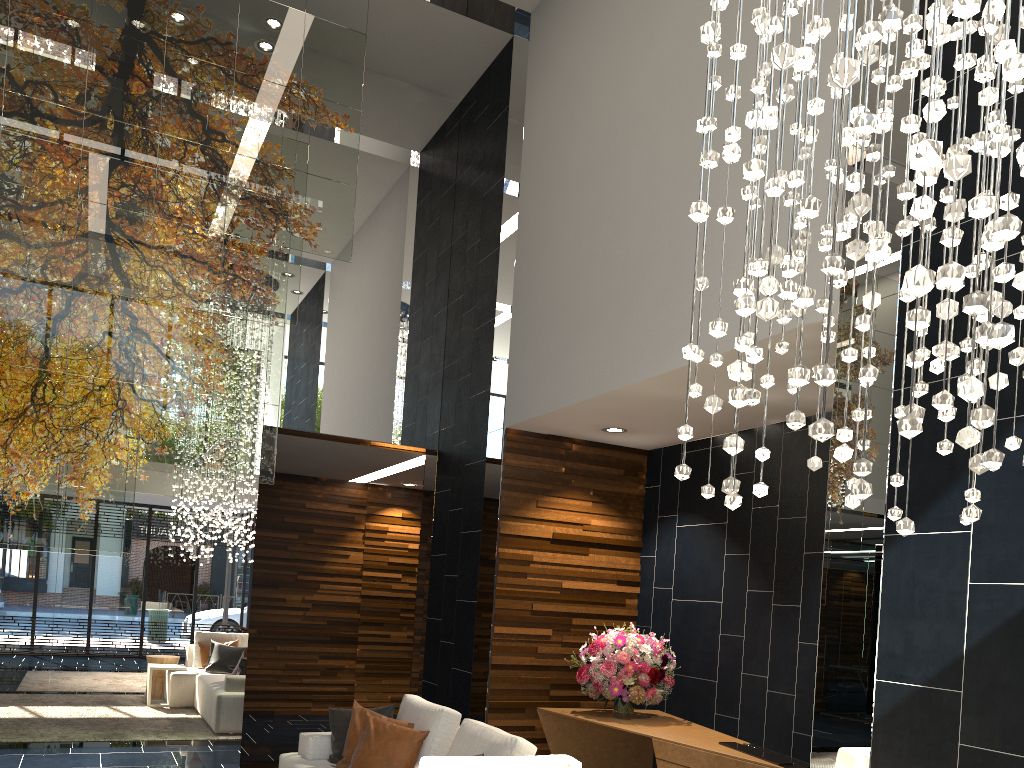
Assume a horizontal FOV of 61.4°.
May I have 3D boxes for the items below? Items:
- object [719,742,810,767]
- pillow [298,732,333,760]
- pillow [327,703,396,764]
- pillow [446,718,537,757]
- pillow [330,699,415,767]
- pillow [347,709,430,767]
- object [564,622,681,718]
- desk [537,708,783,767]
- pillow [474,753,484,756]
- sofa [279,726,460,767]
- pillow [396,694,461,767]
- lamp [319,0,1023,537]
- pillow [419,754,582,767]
[{"bbox_3d":[1.427,2.068,4.801,0.242,0.026,0.727,7,-14,-14],"label":"object"},{"bbox_3d":[-1.073,2.360,5.649,0.633,0.148,0.242,12,-13,-31],"label":"pillow"},{"bbox_3d":[-0.952,2.184,5.399,0.553,0.407,0.260,0,-5,22],"label":"pillow"},{"bbox_3d":[-0.158,1.978,4.425,0.293,0.426,0.731,6,-10,-24],"label":"pillow"},{"bbox_3d":[-0.834,2.144,5.215,0.549,0.422,0.247,-1,-6,29],"label":"pillow"},{"bbox_3d":[-0.747,2.122,5.009,0.520,0.405,0.273,-2,-7,35],"label":"pillow"},{"bbox_3d":[0.804,2.010,6.076,0.701,0.663,0.666,9,-9,-34],"label":"object"},{"bbox_3d":[1.089,2.593,5.497,1.001,0.730,2.281,8,-13,-25],"label":"desk"},{"bbox_3d":[-0.357,1.934,4.089,0.298,0.356,0.519,1,-10,23],"label":"pillow"},{"bbox_3d":[-0.572,2.273,4.558,1.305,0.666,2.898,9,-14,-25],"label":"sofa"},{"bbox_3d":[-0.553,2.146,5.233,0.250,0.441,0.731,6,-10,-25],"label":"pillow"},{"bbox_3d":[-0.813,-44.304,6.996,399.059,111.582,410.959,4,-13,0],"label":"lamp"},{"bbox_3d":[-0.067,1.771,3.590,0.720,0.450,0.219,8,-5,-25],"label":"pillow"}]
